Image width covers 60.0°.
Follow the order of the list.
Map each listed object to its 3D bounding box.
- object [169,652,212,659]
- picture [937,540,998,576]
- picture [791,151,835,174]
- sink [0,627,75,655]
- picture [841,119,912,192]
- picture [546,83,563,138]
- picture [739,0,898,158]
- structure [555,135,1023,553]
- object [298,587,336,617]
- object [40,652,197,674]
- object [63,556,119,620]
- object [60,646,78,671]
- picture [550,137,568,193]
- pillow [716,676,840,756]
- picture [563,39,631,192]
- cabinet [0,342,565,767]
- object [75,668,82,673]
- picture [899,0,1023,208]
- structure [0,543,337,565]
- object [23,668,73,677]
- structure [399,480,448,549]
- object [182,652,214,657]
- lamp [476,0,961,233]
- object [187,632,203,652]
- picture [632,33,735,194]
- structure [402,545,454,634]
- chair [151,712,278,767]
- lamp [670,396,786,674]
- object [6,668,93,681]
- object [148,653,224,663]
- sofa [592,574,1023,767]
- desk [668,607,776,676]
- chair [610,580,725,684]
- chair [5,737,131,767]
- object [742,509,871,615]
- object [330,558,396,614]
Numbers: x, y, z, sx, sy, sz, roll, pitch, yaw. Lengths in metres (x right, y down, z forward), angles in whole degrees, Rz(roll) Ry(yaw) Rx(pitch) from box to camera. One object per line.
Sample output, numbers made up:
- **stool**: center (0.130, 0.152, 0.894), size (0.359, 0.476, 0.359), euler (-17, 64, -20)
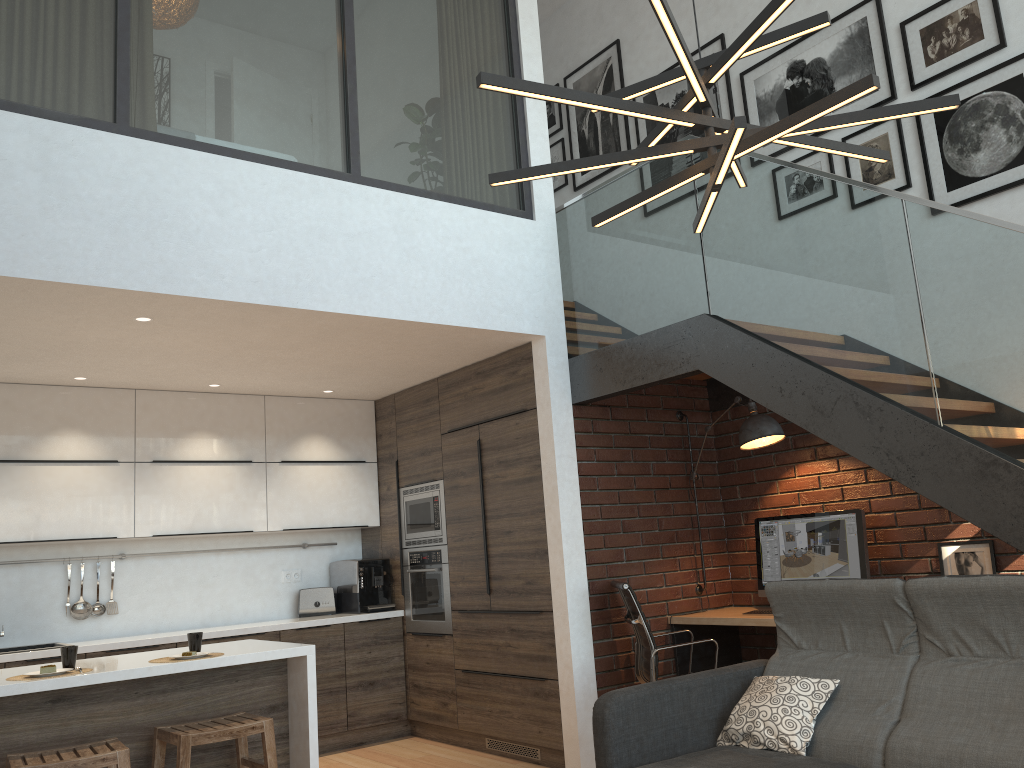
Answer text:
- **object**: center (-1.357, 1.149, 3.747), size (0.176, 0.014, 0.176), euler (3, -13, -32)
- **picture**: center (2.284, 0.953, 4.435), size (0.049, 0.329, 0.279), euler (4, -13, -36)
- **picture**: center (1.765, -1.210, 5.349), size (0.025, 0.333, 0.410), euler (4, -13, -36)
- **sink**: center (-2.903, 1.482, 5.011), size (0.706, 0.518, 0.512), euler (4, -13, -36)
- **picture**: center (2.042, -1.246, 4.978), size (0.022, 0.440, 0.358), euler (4, -13, -36)
- **picture**: center (0.302, -2.252, 7.417), size (0.025, 0.410, 0.333), euler (4, -13, -36)
- **picture**: center (1.807, -1.798, 5.340), size (0.025, 0.654, 0.990), euler (4, -13, -36)
- **structure**: center (1.710, 0.384, 4.351), size (1.289, 3.460, 5.660), euler (4, -13, -36)
- **object**: center (-1.401, 1.559, 6.352), size (0.260, 0.195, 0.177), euler (-1, -11, -17)
- **object**: center (-1.581, 1.122, 3.594), size (0.597, 0.039, 0.064), euler (5, -14, -40)
- **object**: center (-2.654, 1.282, 5.591), size (0.320, 0.389, 0.069), euler (3, -13, -35)
- **object**: center (-1.798, 1.114, 3.601), size (0.066, 0.093, 0.066), euler (-4, -11, -2)
- **picture**: center (0.338, -1.777, 7.326), size (0.025, 0.410, 0.333), euler (4, -13, -36)
- **pillow**: center (1.657, 1.000, 2.511), size (0.386, 0.364, 2.734), euler (3, -13, -33)
- **picture**: center (0.657, -2.081, 6.917), size (0.025, 0.990, 0.654), euler (4, -13, -36)
- **cabinet**: center (-1.797, 1.037, 4.814), size (3.495, 2.401, 2.401), euler (4, -13, -36)
- **object**: center (-1.709, 1.132, 3.510), size (0.025, 0.011, 0.126), euler (3, -13, -33)
- **picture**: center (2.735, -1.343, 4.048), size (0.028, 1.678, 1.785), euler (4, -13, -36)
- **structure**: center (-2.520, 1.116, 5.744), size (3.000, 0.045, 0.050), euler (4, -13, -36)
- **object**: center (-1.807, 1.127, 3.457), size (0.176, 0.014, 0.176), euler (-14, -15, 42)
- **structure**: center (-0.435, 0.918, 6.234), size (0.459, 0.430, 0.595), euler (4, -13, -36)
- **object**: center (-1.316, 1.137, 3.715), size (0.126, 0.012, 0.025), euler (-1, -11, -18)
- **lamp**: center (0.346, -2.244, 2.416), size (1.200, 3.645, 0.831), euler (1, -12, -27)
- **object**: center (-1.383, 1.134, 3.871), size (0.066, 0.093, 0.066), euler (-9, -12, 25)
- **picture**: center (1.191, -1.774, 6.169), size (0.025, 0.990, 0.871), euler (4, -13, -36)
- **structure**: center (-0.413, 1.407, 6.129), size (0.495, 0.570, 0.595), euler (4, -13, -36)
- **chair**: center (-1.189, 1.669, 3.545), size (0.450, 0.600, 0.350), euler (5, -14, -39)
- **lamp**: center (1.466, 1.060, 5.146), size (1.054, 2.003, 0.462), euler (-12, -13, 36)
- **object**: center (-1.819, 1.143, 3.493), size (0.305, 0.002, 0.305), euler (-9, -12, 21)
- **object**: center (-1.385, 1.165, 3.777), size (0.304, 0.002, 0.304), euler (-3, -11, -5)
- **sofa**: center (1.241, 1.005, 2.058), size (2.108, 0.995, 3.169), euler (4, -13, -36)
- **desk**: center (1.829, 1.550, 4.503), size (0.610, 0.750, 2.182), euler (4, -13, -36)
- **chair**: center (0.895, 1.542, 4.749), size (0.700, 0.991, 0.651), euler (-4, -11, -3)
- **chair**: center (-1.587, 1.624, 3.154), size (0.450, 0.600, 0.350), euler (2, -13, -32)
- **object**: center (1.605, 0.997, 4.953), size (0.431, 0.535, 0.716), euler (4, -13, -36)
- **object**: center (-1.080, 1.458, 6.429), size (0.274, 0.378, 0.532), euler (4, -13, -37)
